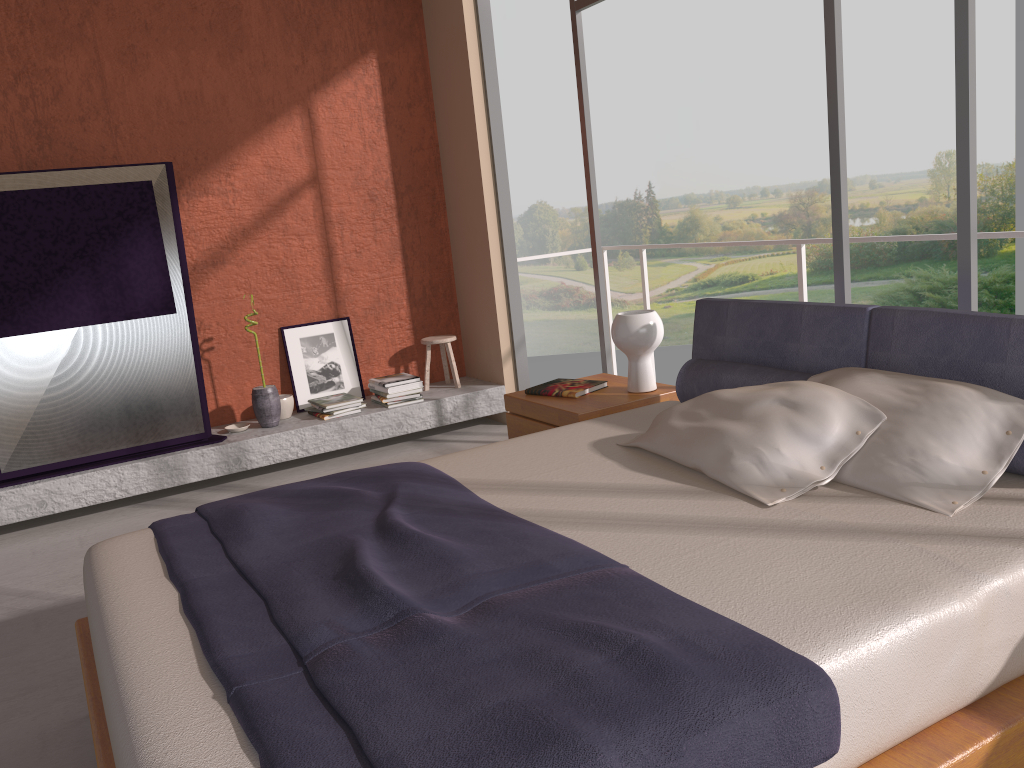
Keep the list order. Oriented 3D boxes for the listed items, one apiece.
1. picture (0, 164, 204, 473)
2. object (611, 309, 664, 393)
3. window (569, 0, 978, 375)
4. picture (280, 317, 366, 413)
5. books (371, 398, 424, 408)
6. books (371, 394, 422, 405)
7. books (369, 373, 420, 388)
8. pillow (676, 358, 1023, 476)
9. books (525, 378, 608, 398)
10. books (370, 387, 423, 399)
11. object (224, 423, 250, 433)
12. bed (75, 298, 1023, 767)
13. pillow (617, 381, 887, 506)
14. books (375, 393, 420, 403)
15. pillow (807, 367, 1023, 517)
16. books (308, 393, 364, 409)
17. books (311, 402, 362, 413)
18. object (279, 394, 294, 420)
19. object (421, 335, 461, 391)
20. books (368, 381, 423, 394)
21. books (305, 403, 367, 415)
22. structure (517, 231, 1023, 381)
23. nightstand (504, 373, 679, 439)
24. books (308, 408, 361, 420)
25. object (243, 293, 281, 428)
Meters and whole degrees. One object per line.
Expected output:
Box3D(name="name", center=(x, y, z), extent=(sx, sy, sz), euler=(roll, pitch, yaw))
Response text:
Box3D(name="picture", center=(-2.298, -0.370, 4.719), extent=(1.129, 1.496, 0.126), euler=(-12, 12, -27))
Box3D(name="object", center=(0.546, -0.140, 3.808), extent=(0.224, 0.338, 0.224), euler=(-9, 11, -16))
Box3D(name="window", center=(1.872, -0.824, 2.196), extent=(0.075, 3.133, 6.106), euler=(-12, 12, -27))
Box3D(name="picture", center=(-1.225, -0.130, 5.768), extent=(0.458, 0.550, 0.117), euler=(-12, 12, -27))
Box3D(name="books", center=(-0.737, 0.104, 5.709), extent=(0.247, 0.018, 0.328), euler=(-12, 12, -26))
Box3D(name="books", center=(-0.742, 0.086, 5.711), extent=(0.247, 0.018, 0.287), euler=(-12, 12, -28))
Box3D(name="books", center=(-0.754, -0.025, 5.690), extent=(0.247, 0.025, 0.287), euler=(-12, 12, -28))
Box3D(name="pillow", center=(1.061, 0.075, 2.817), extent=(0.205, 0.201, 1.470), euler=(-12, 12, -27))
Box3D(name="books", center=(0.246, 0.018, 4.000), extent=(0.287, 0.025, 0.247), euler=(4, 15, 42))
Box3D(name="books", center=(-0.744, 0.039, 5.696), extent=(0.247, 0.027, 0.328), euler=(-12, 12, -26))
Box3D(name="object", center=(-1.649, 0.272, 5.334), extent=(0.152, 0.040, 0.152), euler=(-5, 11, 7))
Box3D(name="bed", center=(0.177, 0.436, 2.386), extent=(2.462, 0.959, 2.017), euler=(-12, 12, -27))
Box3D(name="pillow", center=(0.685, 0.136, 2.713), extent=(0.431, 0.264, 0.869), euler=(-10, 11, -20))
Box3D(name="books", center=(-0.735, 0.068, 5.684), extent=(0.247, 0.025, 0.287), euler=(-10, 11, -17))
Box3D(name="pillow", center=(1.017, 0.134, 2.485), extent=(0.400, 0.265, 0.791), euler=(-11, 12, -25))
Box3D(name="books", center=(-1.103, 0.105, 5.535), extent=(0.247, 0.018, 0.328), euler=(-13, 13, -30))
Box3D(name="books", center=(-1.097, 0.126, 5.536), extent=(0.247, 0.025, 0.287), euler=(-11, 12, -25))
Box3D(name="object", center=(-1.454, 0.150, 5.559), extent=(0.179, 0.137, 0.180), euler=(-9, 11, -15))
Box3D(name="object", center=(-0.464, -0.144, 5.990), extent=(0.260, 0.349, 0.257), euler=(0, 13, 31))
Box3D(name="books", center=(-0.748, 0.007, 5.690), extent=(0.247, 0.038, 0.319), euler=(-13, 12, -30))
Box3D(name="books", center=(-1.105, 0.146, 5.551), extent=(0.247, 0.018, 0.328), euler=(-16, 15, -42))
Box3D(name="structure", center=(2.231, 0.041, 2.733), extent=(0.728, 1.005, 7.689), euler=(-12, 12, -27))
Box3D(name="nightstand", center=(0.385, 0.303, 3.987), extent=(0.562, 0.556, 0.628), euler=(-12, 12, -27))
Box3D(name="books", center=(-1.109, 0.172, 5.542), extent=(0.247, 0.025, 0.287), euler=(-13, 13, -31))
Box3D(name="object", center=(-1.507, -0.138, 5.295), extent=(0.165, 0.810, 0.165), euler=(-7, 11, -4))
